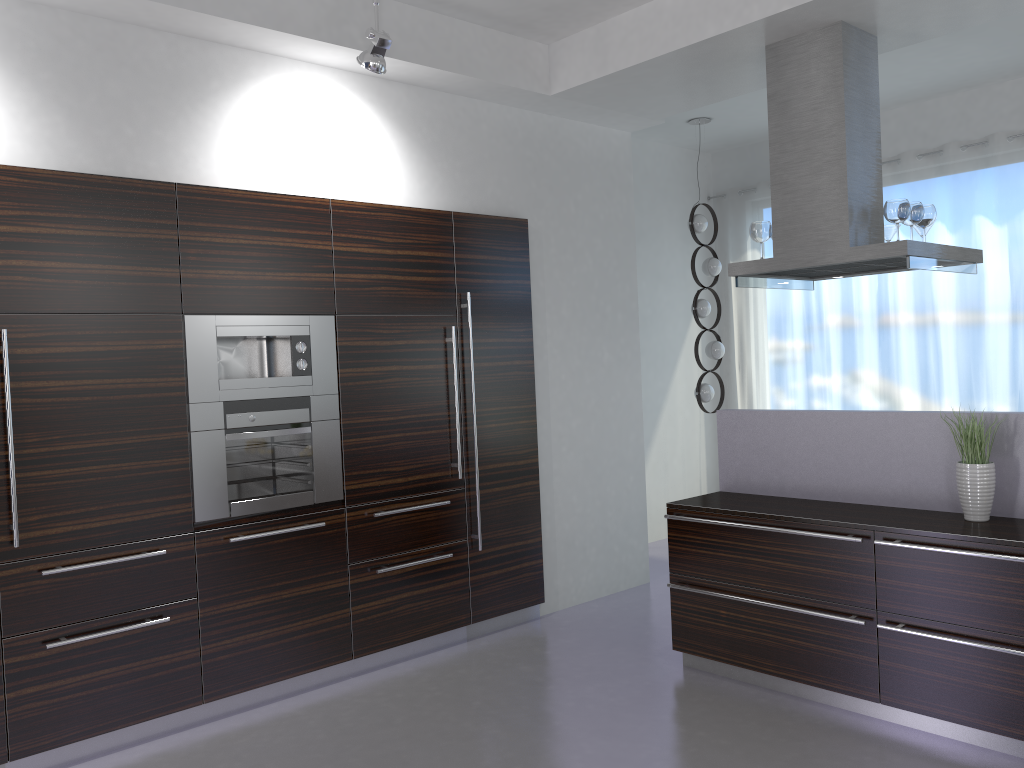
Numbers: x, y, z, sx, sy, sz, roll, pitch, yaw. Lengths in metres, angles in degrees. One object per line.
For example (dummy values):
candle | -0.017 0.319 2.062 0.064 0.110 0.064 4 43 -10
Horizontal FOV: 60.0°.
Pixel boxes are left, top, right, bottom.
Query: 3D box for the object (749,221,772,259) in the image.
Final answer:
object | 1.370 -0.778 4.873 0.125 0.221 0.125 -3 1 -17

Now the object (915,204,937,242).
object | 2.118 -0.804 4.559 0.125 0.221 0.125 -3 1 -17

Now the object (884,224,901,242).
object | 2.089 -0.788 4.922 0.137 0.174 0.137 -2 1 13

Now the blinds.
blinds | 3.044 -0.257 7.122 0.120 3.112 3.245 -4 2 -42

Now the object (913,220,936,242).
object | 2.216 -0.791 4.782 0.137 0.174 0.137 -2 1 13

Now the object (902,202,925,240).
object | 2.009 -0.797 4.461 0.125 0.221 0.125 -3 1 -17

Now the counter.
counter | 2.386 0.763 3.787 1.302 1.300 3.291 -4 2 -42

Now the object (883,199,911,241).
object | 1.893 -0.790 4.354 0.125 0.221 0.125 -3 1 -17

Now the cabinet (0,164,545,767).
cabinet | -1.369 0.315 4.542 3.600 2.500 0.669 -4 2 -42

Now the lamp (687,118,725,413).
lamp | 1.570 -0.945 7.193 0.180 2.370 0.367 -1 2 42

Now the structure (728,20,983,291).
structure | 1.825 -1.172 4.781 0.915 1.231 0.981 -4 2 -42

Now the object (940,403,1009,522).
object | 1.944 0.328 3.757 0.247 0.502 0.269 -4 2 -42

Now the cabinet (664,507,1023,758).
cabinet | 2.387 0.988 3.786 1.377 0.852 3.285 -4 2 -42

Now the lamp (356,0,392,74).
lamp | -0.616 -1.703 3.947 0.171 0.511 0.605 -3 1 -10

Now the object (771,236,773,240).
object | 1.515 -0.787 4.974 0.125 0.221 0.125 -3 1 -17
